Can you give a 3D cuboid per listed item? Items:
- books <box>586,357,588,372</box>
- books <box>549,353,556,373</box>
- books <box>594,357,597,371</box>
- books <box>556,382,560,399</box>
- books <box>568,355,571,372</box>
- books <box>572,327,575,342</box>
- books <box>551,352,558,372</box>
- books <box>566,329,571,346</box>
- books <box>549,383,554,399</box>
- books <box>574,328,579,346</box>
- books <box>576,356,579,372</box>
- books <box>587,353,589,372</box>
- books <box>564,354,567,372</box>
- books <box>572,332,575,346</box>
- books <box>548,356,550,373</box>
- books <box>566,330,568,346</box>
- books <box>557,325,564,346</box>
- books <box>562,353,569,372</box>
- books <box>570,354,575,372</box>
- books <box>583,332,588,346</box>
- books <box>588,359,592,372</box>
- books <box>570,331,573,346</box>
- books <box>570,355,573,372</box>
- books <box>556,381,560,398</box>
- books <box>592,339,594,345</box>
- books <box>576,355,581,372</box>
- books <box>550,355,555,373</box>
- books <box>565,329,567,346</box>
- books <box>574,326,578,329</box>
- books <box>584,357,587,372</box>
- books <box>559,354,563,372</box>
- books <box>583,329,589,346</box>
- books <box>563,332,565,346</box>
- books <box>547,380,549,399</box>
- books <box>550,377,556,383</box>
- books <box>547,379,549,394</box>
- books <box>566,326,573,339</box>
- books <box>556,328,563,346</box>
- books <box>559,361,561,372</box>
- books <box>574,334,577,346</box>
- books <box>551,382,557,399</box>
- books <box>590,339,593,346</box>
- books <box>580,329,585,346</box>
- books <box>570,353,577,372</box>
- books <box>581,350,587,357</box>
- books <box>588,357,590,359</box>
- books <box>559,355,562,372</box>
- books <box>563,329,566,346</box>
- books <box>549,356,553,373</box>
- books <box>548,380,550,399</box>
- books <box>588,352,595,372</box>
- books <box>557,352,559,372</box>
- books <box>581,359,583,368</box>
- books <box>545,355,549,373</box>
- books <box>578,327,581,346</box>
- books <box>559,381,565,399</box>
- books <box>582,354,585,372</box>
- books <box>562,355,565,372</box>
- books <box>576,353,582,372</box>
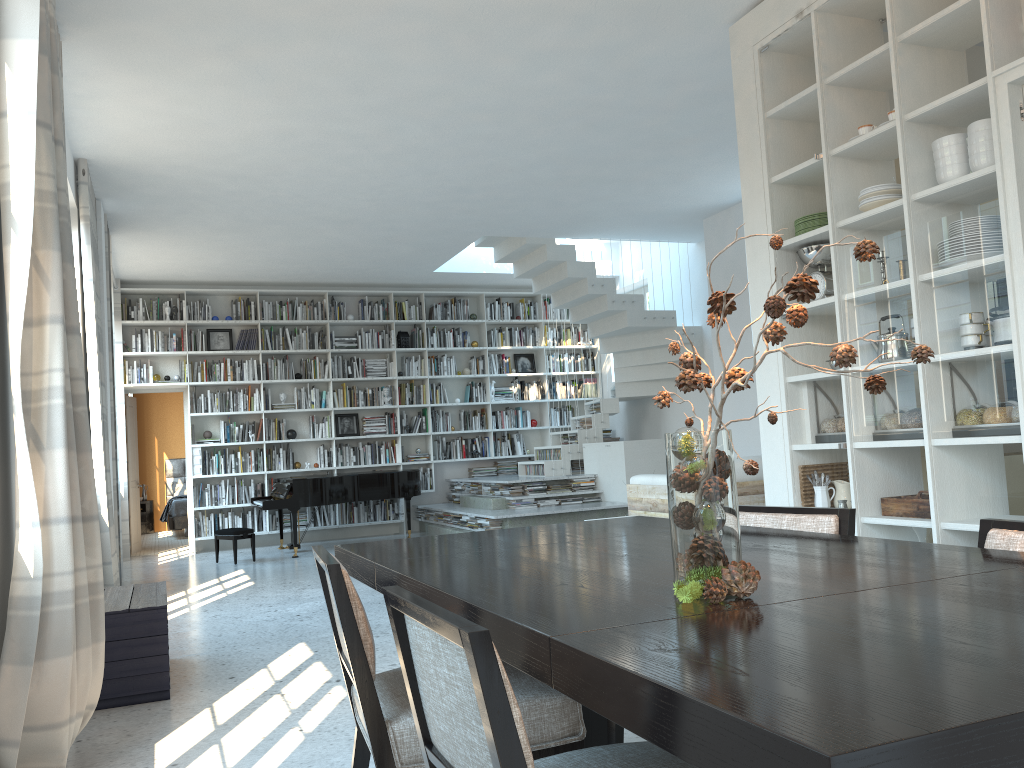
[{"bbox_3d":[1.023,-0.265,12.609,0.025,0.220,0.177,-2,-4,-22],"label":"books"},{"bbox_3d":[0.568,-0.285,12.409,0.014,0.285,0.185,-2,-4,-22],"label":"books"},{"bbox_3d":[1.153,-0.269,12.657,0.021,0.219,0.184,-2,-4,-22],"label":"books"},{"bbox_3d":[0.608,0.102,12.401,0.026,0.245,0.181,-2,-4,-22],"label":"books"},{"bbox_3d":[0.784,-0.273,12.527,0.012,0.254,0.161,-2,-4,-22],"label":"books"},{"bbox_3d":[0.843,-0.655,12.584,0.024,0.281,0.153,-2,-4,-22],"label":"books"},{"bbox_3d":[0.601,-0.289,12.450,0.022,0.297,0.162,-2,-4,-22],"label":"books"},{"bbox_3d":[0.754,-0.637,12.473,0.042,0.242,0.248,-2,-4,-22],"label":"books"},{"bbox_3d":[0.523,0.112,12.397,0.066,0.236,0.144,-2,-4,-22],"label":"books"},{"bbox_3d":[0.905,-0.648,12.586,0.022,0.261,0.160,-2,-4,-22],"label":"books"},{"bbox_3d":[0.895,-0.268,12.577,0.028,0.237,0.146,-2,-4,-22],"label":"books"},{"bbox_3d":[1.048,-0.296,12.629,0.013,0.283,0.149,-2,-4,-22],"label":"books"},{"bbox_3d":[0.721,-0.277,12.482,0.022,0.262,0.172,-2,-4,-22],"label":"books"},{"bbox_3d":[0.837,-0.622,12.551,0.013,0.212,0.187,-2,-4,-22],"label":"books"},{"bbox_3d":[0.483,-0.262,12.406,0.026,0.250,0.161,-2,-4,-22],"label":"books"},{"bbox_3d":[0.737,-0.629,12.442,0.013,0.222,0.174,-2,-4,-22],"label":"books"},{"bbox_3d":[0.675,-0.664,12.420,0.022,0.296,0.152,-2,-4,-22],"label":"books"},{"bbox_3d":[0.743,-0.288,12.496,0.030,0.283,0.166,-2,-4,-22],"label":"books"},{"bbox_3d":[0.847,-0.279,12.537,0.023,0.258,0.184,-2,-4,-22],"label":"books"},{"bbox_3d":[1.022,-0.628,12.636,0.023,0.213,0.181,-2,-4,-22],"label":"books"},{"bbox_3d":[1.076,-0.255,12.619,0.029,0.195,0.192,-2,-4,-22],"label":"books"},{"bbox_3d":[0.808,-0.625,12.546,0.023,0.220,0.171,-2,-4,-22],"label":"books"},{"bbox_3d":[0.818,-0.272,12.519,0.045,0.245,0.177,-2,-4,-22],"label":"books"},{"bbox_3d":[0.626,0.093,12.421,0.022,0.265,0.157,-2,-4,-22],"label":"books"},{"bbox_3d":[1.126,-0.633,12.669,0.011,0.216,0.170,-2,-4,-22],"label":"books"},{"bbox_3d":[0.923,-0.277,12.578,0.025,0.252,0.160,-2,-4,-22],"label":"books"},{"bbox_3d":[0.545,-0.268,12.413,0.026,0.256,0.173,-2,-4,-22],"label":"books"},{"bbox_3d":[0.722,-0.635,12.447,0.012,0.237,0.166,-2,-4,-22],"label":"books"},{"bbox_3d":[0.911,-0.663,12.614,0.011,0.294,0.151,-2,-4,-22],"label":"books"},{"bbox_3d":[1.004,-0.261,12.590,0.025,0.211,0.188,-2,-4,-22],"label":"books"},{"bbox_3d":[0.672,-0.279,12.475,0.025,0.270,0.152,-2,-4,-22],"label":"books"},{"bbox_3d":[1.062,-0.650,12.665,0.029,0.258,0.163,-2,-4,-22],"label":"books"},{"bbox_3d":[0.693,-0.619,12.427,0.014,0.206,0.184,-2,-4,-22],"label":"books"},{"bbox_3d":[0.461,0.091,12.348,0.025,0.277,0.160,-2,-4,-22],"label":"books"},{"bbox_3d":[0.581,0.066,12.414,0.012,0.321,0.141,-2,-4,-22],"label":"books"},{"bbox_3d":[0.471,0.084,12.369,0.010,0.293,0.164,-2,-4,-22],"label":"books"},{"bbox_3d":[0.819,-0.662,12.562,0.010,0.295,0.165,-2,-4,-22],"label":"books"},{"bbox_3d":[0.657,-0.642,12.406,0.023,0.253,0.189,-2,-4,-22],"label":"books"},{"bbox_3d":[0.637,-0.232,12.462,0.027,0.179,0.157,-2,-4,-22],"label":"books"},{"bbox_3d":[0.874,-0.606,12.591,0.034,0.182,0.156,-2,-4,-22],"label":"books"},{"bbox_3d":[0.574,0.105,12.388,0.022,0.243,0.171,-2,-4,-22],"label":"books"},{"bbox_3d":[1.095,-0.646,12.677,0.040,0.246,0.160,-2,-4,-22],"label":"books"},{"bbox_3d":[0.977,-0.646,12.622,0.070,0.254,0.154,-2,-4,-22],"label":"books"},{"bbox_3d":[0.870,-0.294,12.569,0.024,0.291,0.132,-2,-4,-22],"label":"books"},{"bbox_3d":[1.032,-0.319,12.633,0.013,0.330,0.140,-2,-4,-22],"label":"books"},{"bbox_3d":[1.087,-0.270,12.662,0.024,0.230,0.131,-2,-4,-22],"label":"books"},{"bbox_3d":[0.658,-0.274,12.460,0.013,0.260,0.158,-2,-4,-22],"label":"books"},{"bbox_3d":[0.706,-0.637,12.440,0.022,0.242,0.145,-2,-4,-22],"label":"books"},{"bbox_3d":[0.516,-0.264,12.389,0.023,0.247,0.182,-2,-4,-22],"label":"books"},{"bbox_3d":[0.486,0.092,12.384,0.010,0.279,0.147,-2,-4,-22],"label":"books"},{"bbox_3d":[1.122,-0.304,12.646,0.042,0.292,0.186,-2,-4,-22],"label":"books"},{"bbox_3d":[0.621,-0.289,12.446,0.012,0.292,0.165,-2,-4,-22],"label":"books"},{"bbox_3d":[0.956,-0.291,12.579,0.013,0.277,0.188,-2,-4,-22],"label":"books"},{"bbox_3d":[0.470,-0.264,12.387,0.012,0.254,0.161,-2,-4,-22],"label":"books"},{"bbox_3d":[0.932,-0.661,12.610,0.023,0.287,0.163,-2,-4,-22],"label":"books"},{"bbox_3d":[0.666,0.092,12.424,0.056,0.261,0.176,-2,-4,-22],"label":"books"},{"bbox_3d":[0.977,-0.288,12.584,0.028,0.268,0.173,-2,-4,-22],"label":"books"},{"bbox_3d":[0.699,-0.275,12.475,0.024,0.259,0.156,-2,-4,-22],"label":"books"},{"bbox_3d":[0.943,-0.294,12.577,0.012,0.283,0.151,-2,-4,-22],"label":"books"}]
